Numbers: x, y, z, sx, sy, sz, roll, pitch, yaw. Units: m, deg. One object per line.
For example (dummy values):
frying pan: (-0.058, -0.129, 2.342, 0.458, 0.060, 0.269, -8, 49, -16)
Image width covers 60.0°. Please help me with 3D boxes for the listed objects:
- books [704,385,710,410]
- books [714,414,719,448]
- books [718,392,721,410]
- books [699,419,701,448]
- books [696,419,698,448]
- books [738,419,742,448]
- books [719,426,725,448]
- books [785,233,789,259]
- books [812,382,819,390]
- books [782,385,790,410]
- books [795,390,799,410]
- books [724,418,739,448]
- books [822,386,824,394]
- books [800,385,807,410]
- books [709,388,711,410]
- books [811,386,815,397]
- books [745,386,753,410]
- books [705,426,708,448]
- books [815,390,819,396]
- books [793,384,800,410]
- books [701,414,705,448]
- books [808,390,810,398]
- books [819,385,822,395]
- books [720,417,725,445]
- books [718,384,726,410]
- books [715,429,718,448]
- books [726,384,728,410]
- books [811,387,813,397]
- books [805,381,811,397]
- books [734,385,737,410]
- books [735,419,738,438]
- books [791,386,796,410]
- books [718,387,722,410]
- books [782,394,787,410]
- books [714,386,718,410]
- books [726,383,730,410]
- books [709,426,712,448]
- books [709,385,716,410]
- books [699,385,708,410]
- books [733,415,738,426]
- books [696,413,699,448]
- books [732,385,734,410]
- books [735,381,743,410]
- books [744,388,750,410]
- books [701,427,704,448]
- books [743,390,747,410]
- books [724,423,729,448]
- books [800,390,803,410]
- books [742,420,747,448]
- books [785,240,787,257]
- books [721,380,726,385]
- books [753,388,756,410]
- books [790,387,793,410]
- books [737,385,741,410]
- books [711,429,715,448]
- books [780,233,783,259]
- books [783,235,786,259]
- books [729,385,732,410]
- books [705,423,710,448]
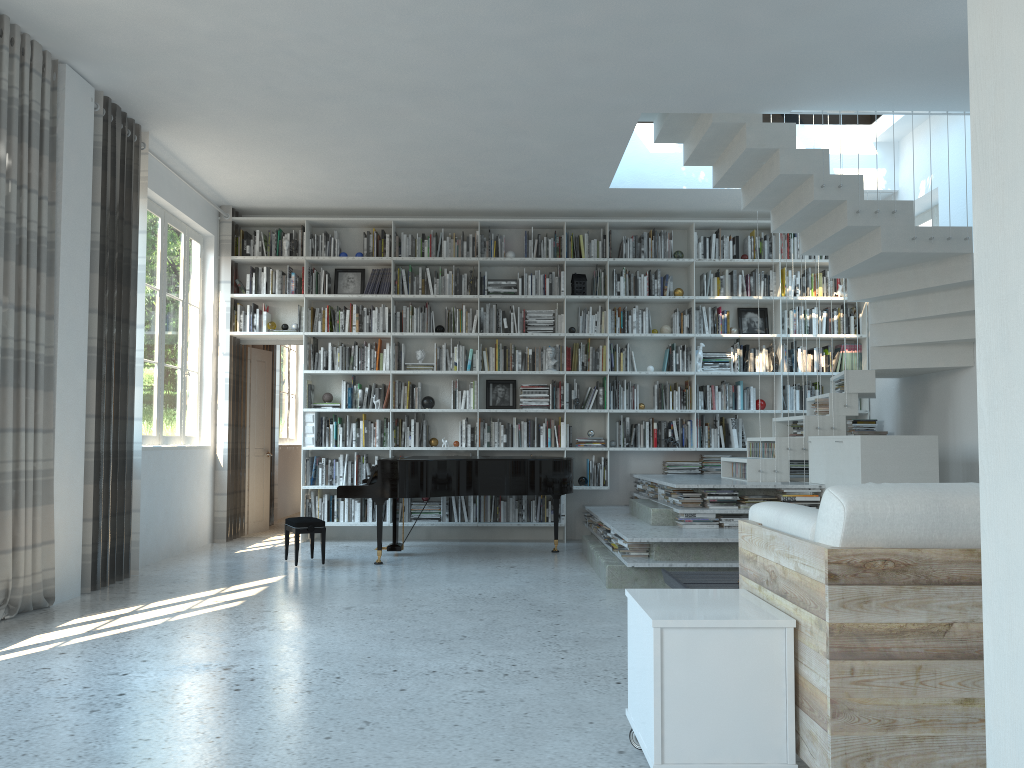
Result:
books: (1.923, 0.140, 8.762, 0.024, 0.247, 0.143, 0, -3, -1)
books: (2.015, 0.463, 8.740, 0.014, 0.333, 0.169, 0, -3, -1)
books: (2.028, 0.172, 8.747, 0.027, 0.181, 0.186, 0, -3, -1)
books: (1.838, 0.486, 8.745, 0.015, 0.286, 0.138, 0, -3, -1)
books: (1.810, 0.486, 8.747, 0.012, 0.286, 0.158, 0, -3, -1)
books: (2.231, 0.486, 8.738, 0.025, 0.287, 0.160, 0, -3, -1)
books: (2.048, 0.521, 8.737, 0.052, 0.217, 0.184, 0, -3, -1)
books: (2.734, -1.344, 8.845, 0.013, 0.286, 0.150, 0, -3, -1)
books: (3.006, 0.125, 8.773, 0.011, 0.284, 0.161, 0, -3, -1)
books: (2.708, 0.140, 8.760, 0.024, 0.252, 0.175, 0, -3, -1)
books: (2.793, 0.166, 8.763, 0.029, 0.201, 0.172, 0, -3, -1)
books: (2.153, 0.481, 8.702, 0.075, 0.291, 0.255, 0, -3, -1)
books: (3.052, 0.148, 8.780, 0.013, 0.239, 0.166, 0, -3, -1)
books: (2.871, 0.141, 8.752, 0.027, 0.248, 0.184, 0, -3, -1)
books: (1.940, 0.152, 8.749, 0.011, 0.223, 0.163, 0, -3, -1)
books: (2.966, 0.147, 8.791, 0.027, 0.242, 0.132, 0, -3, -1)
books: (2.345, 0.147, 8.762, 0.025, 0.235, 0.181, 0, -3, -1)
books: (1.902, 0.522, 8.744, 0.023, 0.214, 0.163, 0, -3, -1)
books: (2.990, 0.164, 8.762, 0.021, 0.205, 0.174, 0, -3, -1)
books: (2.820, 0.134, 8.784, 0.024, 0.267, 0.133, 0, -3, -1)
books: (1.884, 0.466, 8.758, 0.013, 0.327, 0.130, 0, -3, -1)
books: (2.912, 0.167, 8.779, 0.027, 0.200, 0.164, 0, -3, -1)
books: (3.039, 0.141, 8.784, 0.012, 0.254, 0.161, 0, -3, -1)
books: (2.079, 0.479, 8.762, 0.010, 0.304, 0.131, 0, -3, -1)
books: (2.069, 0.135, 8.736, 0.028, 0.255, 0.191, 0, -3, -1)
books: (1.996, 0.537, 8.739, 0.024, 0.185, 0.149, 0, -3, -1)
books: (2.101, 0.132, 8.742, 0.012, 0.262, 0.186, 0, -3, -1)
books: (2.946, 0.152, 8.774, 0.014, 0.230, 0.172, 0, -3, -1)
books: (2.932, 0.119, 8.782, 0.013, 0.297, 0.141, 0, -3, -1)
books: (2.201, 0.138, 8.772, 0.012, 0.254, 0.161, 0, -3, -1)
books: (2.200, 0.488, 8.754, 0.012, 0.285, 0.159, 0, -3, -1)
books: (2.768, 0.145, 8.769, 0.022, 0.242, 0.151, 0, -3, -1)
books: (2.048, 0.149, 8.758, 0.012, 0.229, 0.179, 0, -3, -1)
books: (2.653, 0.129, 8.775, 0.085, 0.278, 0.159, 0, -3, -1)
books: (2.002, 0.144, 8.760, 0.026, 0.239, 0.177, 0, -3, -1)
books: (2.123, 0.128, 8.762, 0.011, 0.272, 0.152, 0, -3, -1)
books: (1.941, 0.524, 8.745, 0.025, 0.210, 0.137, 0, -3, -1)
books: (1.967, 0.140, 8.744, 0.045, 0.246, 0.186, 0, -3, -1)
books: (1.887, 0.141, 8.750, 0.047, 0.244, 0.177, 0, -3, -1)
books: (2.212, 0.468, 8.761, 0.012, 0.326, 0.136, 0, -3, -1)
books: (1.824, 0.460, 8.744, 0.014, 0.337, 0.132, 0, -3, -1)
books: (2.163, 0.139, 8.746, 0.014, 0.249, 0.177, 0, -3, -1)
books: (2.243, 0.119, 8.752, 0.026, 0.290, 0.181, 0, -3, -1)
books: (2.314, 0.156, 8.770, 0.037, 0.218, 0.139, 0, -3, -1)
books: (1.861, 0.523, 8.755, 0.033, 0.213, 0.140, 0, -3, -1)
books: (2.281, 0.164, 8.754, 0.030, 0.200, 0.189, 0, -3, -1)
books: (2.099, 0.510, 8.742, 0.031, 0.239, 0.171, 0, -3, -1)
books: (2.844, 0.163, 8.776, 0.025, 0.208, 0.149, 0, -3, -1)
books: (2.274, 0.493, 8.748, 0.062, 0.274, 0.148, 0, -3, -1)
books: (2.714, -1.311, 8.857, 0.025, 0.223, 0.137, 0, -3, -1)
books: (2.089, 0.114, 8.760, 0.013, 0.299, 0.147, 0, -3, -1)
books: (2.371, 0.154, 8.764, 0.027, 0.223, 0.170, 0, -3, -1)
books: (2.738, 0.148, 8.768, 0.037, 0.236, 0.153, 0, -3, -1)
books: (2.219, 0.142, 8.747, 0.023, 0.243, 0.190, 0, -3, -1)
books: (1.968, 0.536, 8.746, 0.030, 0.187, 0.140, 0, -3, -1)
books: (2.665, -1.358, 8.835, 0.011, 0.313, 0.172, 0, -3, -1)
books: (2.691, -1.338, 8.847, 0.022, 0.275, 0.160, 0, -3, -1)
books: (2.142, 0.141, 8.765, 0.026, 0.246, 0.166, 0, -3, -1)
books: (1.921, 0.507, 8.735, 0.015, 0.243, 0.156, 0, -3, -1)
